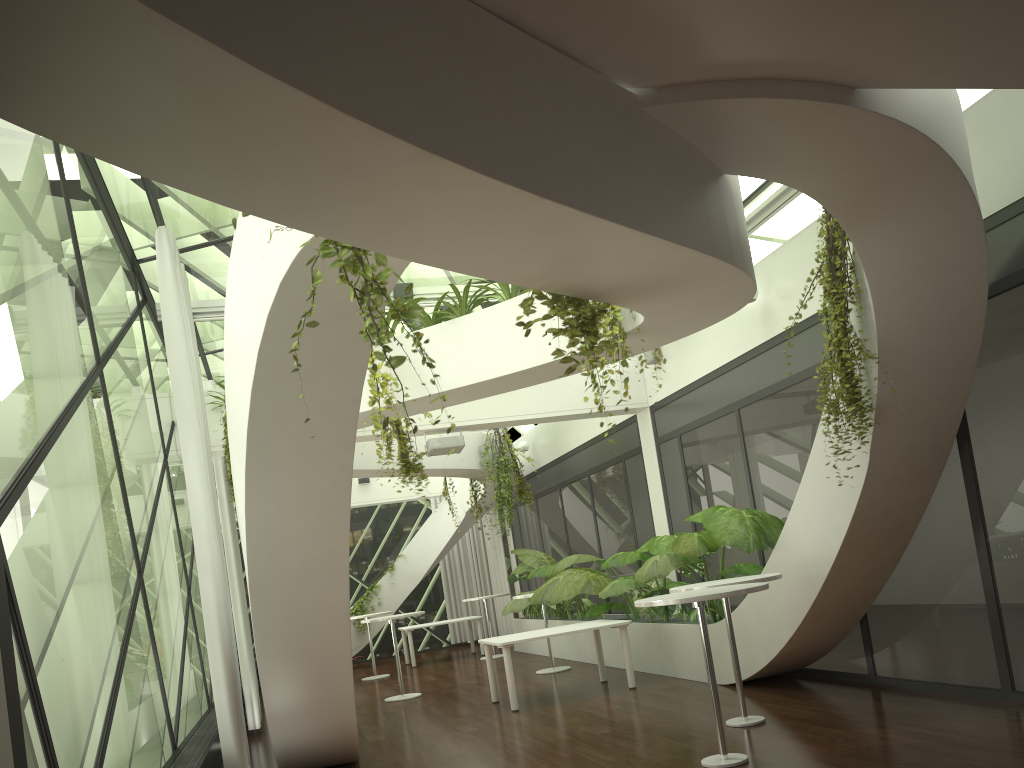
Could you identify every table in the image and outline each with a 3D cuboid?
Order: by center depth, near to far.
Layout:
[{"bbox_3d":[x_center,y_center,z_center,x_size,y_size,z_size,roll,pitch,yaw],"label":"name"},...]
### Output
[{"bbox_3d":[1.299,1.882,5.630,0.850,1.083,0.876,-5,-8,-31],"label":"table"},{"bbox_3d":[1.729,2.065,6.756,0.850,1.083,0.876,-5,-8,-31],"label":"table"},{"bbox_3d":[0.503,3.080,9.659,1.493,0.710,1.093,-6,-10,-15],"label":"table"},{"bbox_3d":[-1.505,3.621,11.609,0.864,1.083,0.862,-11,-7,19],"label":"table"},{"bbox_3d":[0.511,3.439,12.159,0.864,1.083,0.862,-11,-7,19],"label":"table"},{"bbox_3d":[-2.402,4.516,15.062,0.864,1.083,0.862,-11,-7,19],"label":"table"},{"bbox_3d":[-0.386,4.334,15.611,0.864,1.083,0.862,-11,-7,19],"label":"table"},{"bbox_3d":[-1.324,4.903,16.690,1.493,0.710,1.093,-6,-10,-15],"label":"table"}]

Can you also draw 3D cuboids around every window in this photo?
[{"bbox_3d":[2.898,0.992,7.623,0.050,3.194,7.266,-8,-11,-16],"label":"window"},{"bbox_3d":[-3.845,2.001,10.737,0.084,4.570,17.164,-8,-11,-16],"label":"window"},{"bbox_3d":[-1.478,-0.484,11.609,5.660,0.054,17.131,-5,-13,-16],"label":"window"},{"bbox_3d":[1.013,2.872,14.874,0.050,3.194,7.358,-8,-11,-16],"label":"window"},{"bbox_3d":[-3.197,3.839,19.508,5.710,4.593,0.039,-6,-4,-15],"label":"window"}]

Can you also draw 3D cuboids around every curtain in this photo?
[{"bbox_3d":[-2.257,1.053,6.494,0.208,4.132,1.105,-8,-4,-16],"label":"curtain"},{"bbox_3d":[-3.382,2.081,10.601,0.159,4.044,1.062,-8,-4,-17],"label":"curtain"},{"bbox_3d":[-0.376,3.520,19.191,0.159,4.044,1.016,-8,-4,-18],"label":"curtain"},{"bbox_3d":[-1.078,3.766,19.827,1.223,4.044,0.162,-7,-3,-16],"label":"curtain"}]

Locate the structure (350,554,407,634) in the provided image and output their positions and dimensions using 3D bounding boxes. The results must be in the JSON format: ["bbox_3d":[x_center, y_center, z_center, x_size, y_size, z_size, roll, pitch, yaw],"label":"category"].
[{"bbox_3d":[-3.652,4.149,16.210,2.048,1.646,4.825,-11,-12,15],"label":"structure"}]

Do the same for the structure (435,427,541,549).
[{"bbox_3d":[-0.444,1.706,14.411,1.463,2.049,1.631,-14,-8,39],"label":"structure"}]

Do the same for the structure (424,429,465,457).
[{"bbox_3d":[-0.828,0.708,10.629,0.460,0.273,0.397,-6,-10,-16],"label":"structure"}]

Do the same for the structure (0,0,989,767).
[{"bbox_3d":[0.051,1.228,6.922,5.896,4.159,24.927,-7,-12,-10],"label":"structure"}]

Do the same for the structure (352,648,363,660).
[{"bbox_3d":[-2.232,2.579,9.592,0.849,1.575,3.408,-7,-11,-17],"label":"structure"}]

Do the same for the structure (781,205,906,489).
[{"bbox_3d":[2.257,-0.376,5.811,0.614,2.093,1.081,-8,-5,-4],"label":"structure"}]

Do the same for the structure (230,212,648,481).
[{"bbox_3d":[0.031,-0.321,4.714,1.252,1.833,3.206,-14,-11,39],"label":"structure"}]

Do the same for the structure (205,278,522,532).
[{"bbox_3d":[-1.325,0.477,8.552,4.716,2.288,1.442,-17,-10,37],"label":"structure"}]

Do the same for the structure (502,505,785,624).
[{"bbox_3d":[0.862,2.880,11.696,1.773,1.690,9.119,-6,-12,-16],"label":"structure"}]

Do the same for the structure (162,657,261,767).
[{"bbox_3d":[-3.563,4.170,11.334,0.257,0.496,15.506,-7,-12,-16],"label":"structure"}]
